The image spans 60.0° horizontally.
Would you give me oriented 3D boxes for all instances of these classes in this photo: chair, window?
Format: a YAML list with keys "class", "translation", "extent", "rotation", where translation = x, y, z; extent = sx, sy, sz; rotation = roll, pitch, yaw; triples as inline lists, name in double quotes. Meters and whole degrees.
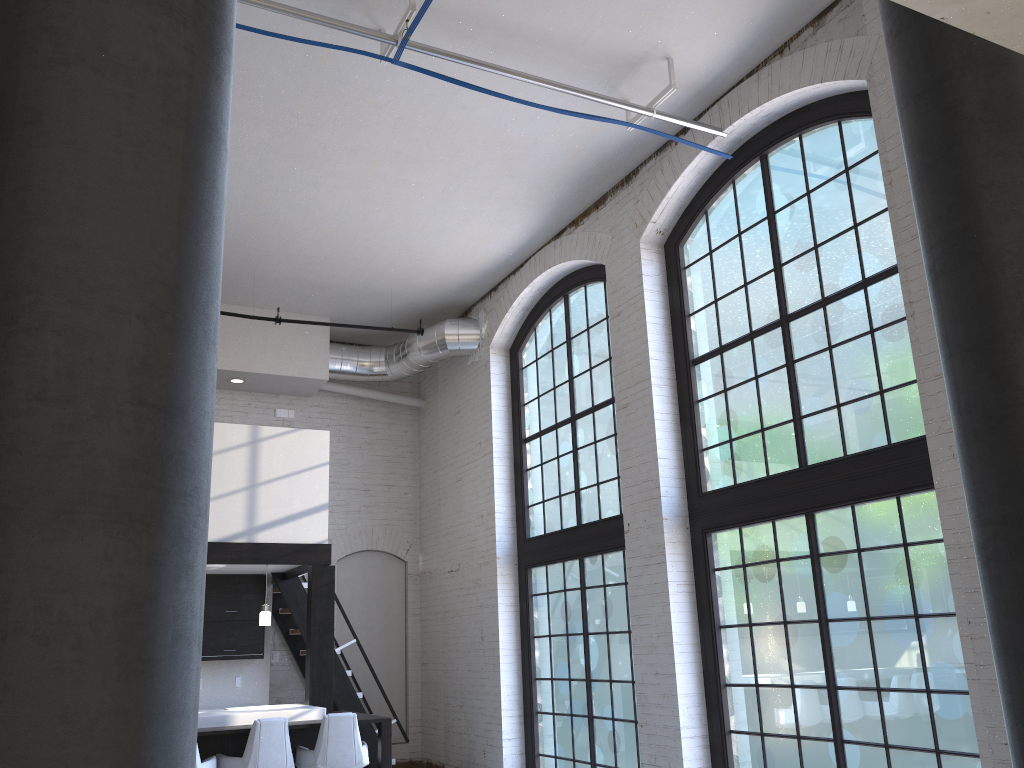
- class: "chair"
  translation: [-1.933, 3.069, 6.786]
  extent: [0.580, 0.980, 0.503]
  rotation: [9, -19, -34]
- class: "chair"
  translation: [-2.442, 2.971, 6.389]
  extent: [0.579, 0.980, 0.503]
  rotation: [2, -16, -15]
- class: "chair"
  translation: [-1.407, 3.126, 7.052]
  extent: [0.579, 0.980, 0.503]
  rotation: [4, -17, -20]
- class: "window"
  translation: [0.673, 1.376, 8.742]
  extent: [0.138, 5.158, 2.499]
  rotation: [6, -18, -26]
- class: "window"
  translation: [2.030, 0.563, 6.165]
  extent: [0.138, 5.158, 2.499]
  rotation: [6, -18, -26]

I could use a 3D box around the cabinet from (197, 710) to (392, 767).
- class: "cabinet"
  translation: [-2.477, 3.234, 7.150]
  extent: [2.693, 0.907, 1.375]
  rotation: [6, -18, -26]

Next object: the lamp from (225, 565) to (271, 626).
- class: "lamp"
  translation: [-2.653, 2.143, 8.921]
  extent: [0.124, 0.621, 1.955]
  rotation: [6, -18, -26]

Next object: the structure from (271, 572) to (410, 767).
- class: "structure"
  translation: [-2.149, 2.983, 10.352]
  extent: [1.663, 3.173, 0.932]
  rotation: [6, -18, -26]

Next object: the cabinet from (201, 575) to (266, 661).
- class: "cabinet"
  translation: [-3.794, 2.581, 7.236]
  extent: [4.234, 2.305, 4.290]
  rotation: [6, -18, -26]

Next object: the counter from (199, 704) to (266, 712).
- class: "counter"
  translation: [-4.349, 3.164, 8.249]
  extent: [4.240, 0.044, 1.715]
  rotation: [6, -18, -26]

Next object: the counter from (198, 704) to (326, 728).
- class: "counter"
  translation: [-2.800, 2.788, 7.345]
  extent: [2.294, 0.095, 0.980]
  rotation: [6, -18, -26]
